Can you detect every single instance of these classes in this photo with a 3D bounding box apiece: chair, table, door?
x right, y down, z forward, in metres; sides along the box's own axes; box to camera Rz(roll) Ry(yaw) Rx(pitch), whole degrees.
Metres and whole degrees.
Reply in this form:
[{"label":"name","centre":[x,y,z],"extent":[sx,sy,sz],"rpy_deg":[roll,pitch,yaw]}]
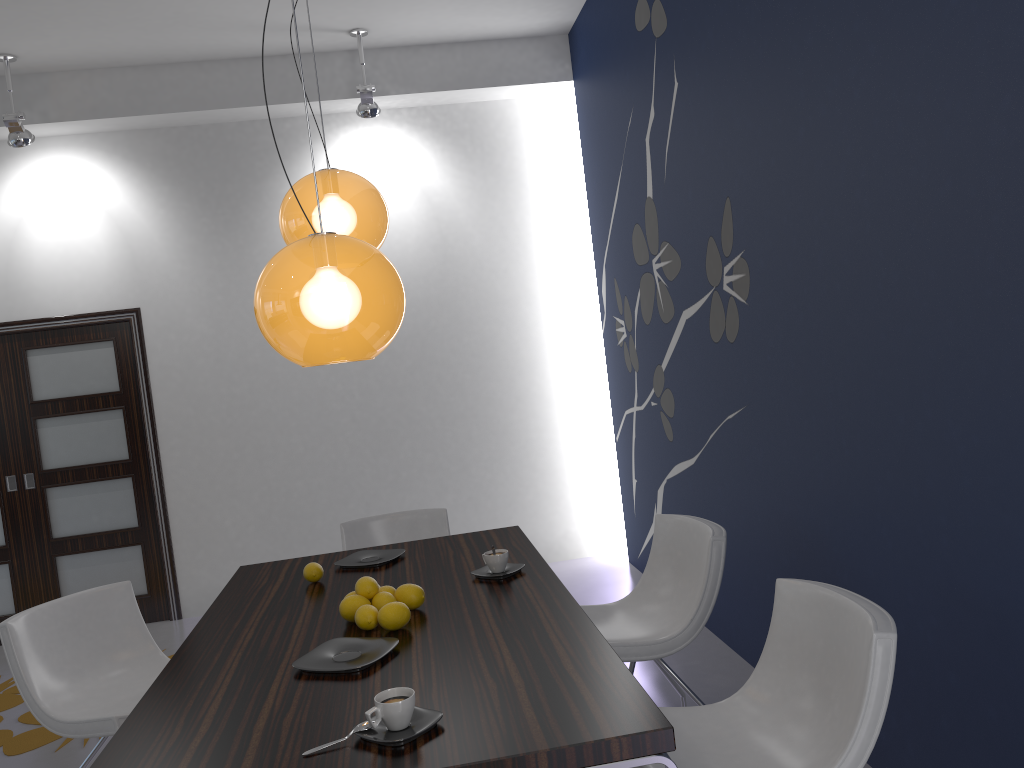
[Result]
[{"label":"chair","centre":[0.481,0.931,3.209],"extent":[0.620,0.805,0.508],"rpy_deg":[-7,2,-12]},{"label":"table","centre":[-0.345,1.067,2.596],"extent":[1.127,0.783,2.046],"rpy_deg":[-7,2,-7]},{"label":"door","centre":[-3.175,0.631,5.787],"extent":[1.764,2.061,0.220],"rpy_deg":[-7,2,-7]},{"label":"chair","centre":[0.620,0.957,2.178],"extent":[0.620,0.805,0.508],"rpy_deg":[-7,2,-7]},{"label":"chair","centre":[-0.481,1.015,3.976],"extent":[0.508,0.805,0.620],"rpy_deg":[-7,2,-7]},{"label":"chair","centre":[-1.368,1.156,3.122],"extent":[0.620,0.805,0.508],"rpy_deg":[-6,3,28]}]

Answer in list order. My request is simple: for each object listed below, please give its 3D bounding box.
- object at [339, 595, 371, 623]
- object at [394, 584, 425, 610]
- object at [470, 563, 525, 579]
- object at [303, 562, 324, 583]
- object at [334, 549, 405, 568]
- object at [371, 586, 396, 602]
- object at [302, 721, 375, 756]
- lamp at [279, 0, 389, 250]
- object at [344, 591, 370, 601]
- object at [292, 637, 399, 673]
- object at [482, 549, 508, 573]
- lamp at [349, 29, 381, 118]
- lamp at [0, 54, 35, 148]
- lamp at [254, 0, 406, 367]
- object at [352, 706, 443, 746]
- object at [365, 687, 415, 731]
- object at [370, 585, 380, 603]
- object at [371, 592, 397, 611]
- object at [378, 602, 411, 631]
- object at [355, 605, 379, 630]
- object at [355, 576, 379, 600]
[{"label":"object","centre":[-0.450,0.646,2.550],"extent":[0.094,0.080,0.076],"rpy_deg":[-7,2,-6]},{"label":"object","centre":[-0.301,0.627,2.613],"extent":[0.094,0.077,0.079],"rpy_deg":[-5,3,36]},{"label":"object","centre":[-0.045,0.615,2.912],"extent":[0.154,0.020,0.154],"rpy_deg":[-5,3,37]},{"label":"object","centre":[-0.694,0.659,3.099],"extent":[0.070,0.068,0.083],"rpy_deg":[-7,2,-4]},{"label":"object","centre":[-0.532,0.657,3.329],"extent":[0.232,0.020,0.232],"rpy_deg":[-6,2,21]},{"label":"object","centre":[-0.380,0.640,2.651],"extent":[0.083,0.068,0.070],"rpy_deg":[-9,3,-39]},{"label":"object","centre":[-0.335,0.690,1.737],"extent":[0.155,0.028,0.032],"rpy_deg":[-8,3,-26]},{"label":"lamp","centre":[-0.667,-1.212,2.906],"extent":[0.359,1.645,0.358],"rpy_deg":[-7,2,3]},{"label":"object","centre":[-0.464,0.650,2.640],"extent":[0.083,0.068,0.070],"rpy_deg":[-9,3,-39]},{"label":"object","centre":[-0.418,0.687,2.245],"extent":[0.232,0.020,0.232],"rpy_deg":[-6,2,21]},{"label":"object","centre":[-0.059,0.585,2.914],"extent":[0.101,0.064,0.081],"rpy_deg":[-6,2,17]},{"label":"lamp","centre":[-0.892,-1.856,5.350],"extent":[0.150,0.511,0.185],"rpy_deg":[-7,2,-7]},{"label":"lamp","centre":[-2.860,-1.610,5.091],"extent":[0.150,0.511,0.185],"rpy_deg":[-7,2,-7]},{"label":"lamp","centre":[-0.536,-1.029,2.101],"extent":[0.358,1.974,0.359],"rpy_deg":[-7,2,-2]},{"label":"object","centre":[-0.227,0.683,1.771],"extent":[0.154,0.020,0.154],"rpy_deg":[-5,3,38]},{"label":"object","centre":[-0.234,0.653,1.761],"extent":[0.081,0.064,0.101],"rpy_deg":[-6,2,18]},{"label":"object","centre":[-0.432,0.643,2.723],"extent":[0.070,0.068,0.083],"rpy_deg":[-7,2,-4]},{"label":"object","centre":[-0.369,0.640,2.570],"extent":[0.069,0.071,0.081],"rpy_deg":[-8,3,-30]},{"label":"object","centre":[-0.324,0.637,2.435],"extent":[0.094,0.077,0.079],"rpy_deg":[-8,3,-34]},{"label":"object","centre":[-0.402,0.650,2.467],"extent":[0.070,0.068,0.083],"rpy_deg":[-7,2,-4]},{"label":"object","centre":[-0.426,0.601,2.606],"extent":[0.070,0.068,0.083],"rpy_deg":[-7,2,-4]}]
